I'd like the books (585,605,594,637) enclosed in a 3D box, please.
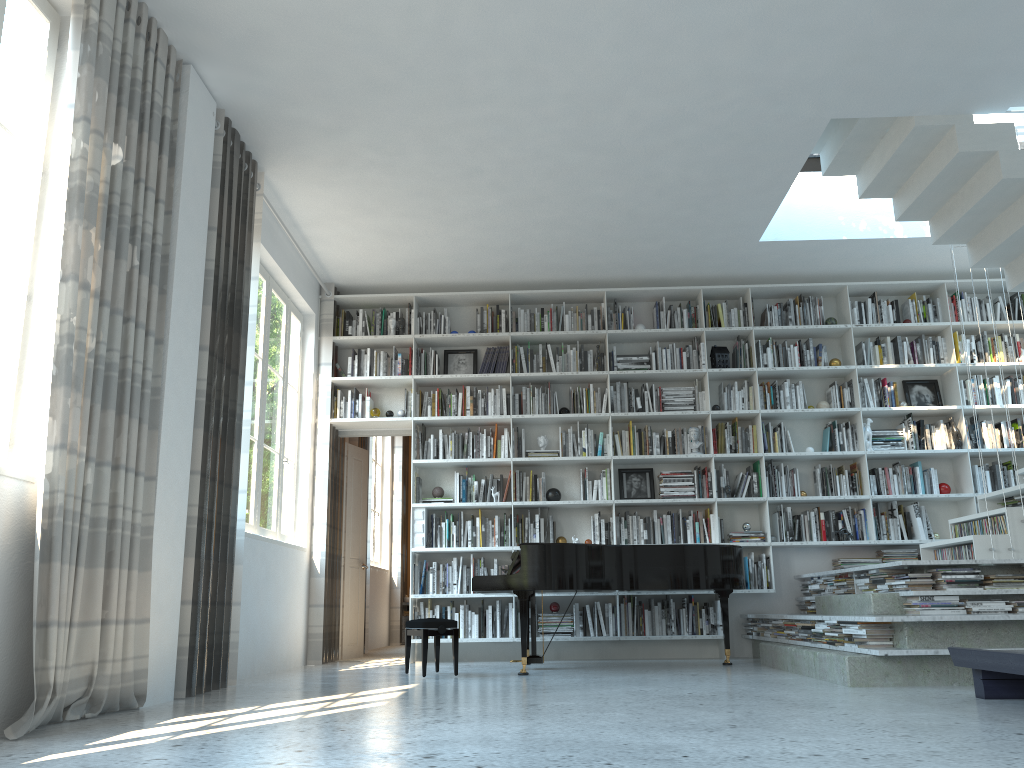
[{"bbox_3d":[0.638,1.946,7.297,0.062,0.252,0.178,-1,-14,2],"label":"books"}]

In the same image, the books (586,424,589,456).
[{"bbox_3d":[0.649,0.511,7.644,0.011,0.300,0.179,-1,-14,2],"label":"books"}]

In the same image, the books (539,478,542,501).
[{"bbox_3d":[0.244,0.917,7.560,0.028,0.215,0.175,-1,-14,2],"label":"books"}]

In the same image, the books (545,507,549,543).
[{"bbox_3d":[0.294,1.216,7.485,0.050,0.327,0.167,-1,-14,2],"label":"books"}]

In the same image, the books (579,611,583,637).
[{"bbox_3d":[0.566,1.972,7.293,0.029,0.201,0.178,-1,-14,2],"label":"books"}]

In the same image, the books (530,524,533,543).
[{"bbox_3d":[0.169,1.284,7.479,0.024,0.195,0.157,-1,-14,2],"label":"books"}]

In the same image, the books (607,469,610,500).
[{"bbox_3d":[0.816,0.872,7.548,0.021,0.281,0.162,-1,-14,2],"label":"books"}]

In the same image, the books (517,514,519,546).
[{"bbox_3d":[0.052,1.244,7.492,0.013,0.282,0.147,-1,-14,2],"label":"books"}]

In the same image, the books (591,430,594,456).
[{"bbox_3d":[0.689,0.537,7.658,0.022,0.255,0.152,-1,-14,2],"label":"books"}]

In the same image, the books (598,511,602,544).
[{"bbox_3d":[0.740,1.227,7.480,0.014,0.290,0.132,-1,-14,2],"label":"books"}]

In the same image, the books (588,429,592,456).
[{"bbox_3d":[0.666,0.530,7.640,0.023,0.259,0.171,-1,-14,2],"label":"books"}]

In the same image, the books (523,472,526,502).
[{"bbox_3d":[0.107,0.898,7.574,0.036,0.262,0.167,-1,-14,2],"label":"books"}]

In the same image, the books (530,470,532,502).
[{"bbox_3d":[0.163,0.887,7.557,0.026,0.273,0.190,-1,-14,2],"label":"books"}]

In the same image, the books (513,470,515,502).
[{"bbox_3d":[0.021,0.892,7.590,0.012,0.284,0.160,-1,-14,2],"label":"books"}]

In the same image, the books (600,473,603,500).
[{"bbox_3d":[0.762,0.891,7.546,0.012,0.244,0.171,-1,-14,2],"label":"books"}]

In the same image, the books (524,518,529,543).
[{"bbox_3d":[0.121,1.259,7.483,0.042,0.247,0.163,-1,-14,2],"label":"books"}]

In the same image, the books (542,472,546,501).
[{"bbox_3d":[0.272,0.896,7.580,0.028,0.265,0.145,-1,-14,2],"label":"books"}]

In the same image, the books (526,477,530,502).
[{"bbox_3d":[0.138,0.915,7.572,0.025,0.227,0.153,-1,-14,2],"label":"books"}]

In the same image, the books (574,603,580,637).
[{"bbox_3d":[0.536,1.945,7.313,0.031,0.265,0.145,-1,-14,2],"label":"books"}]

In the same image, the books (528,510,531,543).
[{"bbox_3d":[0.148,1.227,7.488,0.014,0.312,0.166,-1,-14,2],"label":"books"}]

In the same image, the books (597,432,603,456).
[{"bbox_3d":[0.756,0.543,7.631,0.060,0.227,0.179,-1,-14,2],"label":"books"}]

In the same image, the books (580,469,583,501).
[{"bbox_3d":[0.591,0.878,7.566,0.012,0.284,0.160,-1,-14,2],"label":"books"}]

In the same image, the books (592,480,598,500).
[{"bbox_3d":[0.704,0.921,7.547,0.057,0.188,0.156,-1,-14,2],"label":"books"}]

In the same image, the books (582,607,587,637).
[{"bbox_3d":[0.595,1.957,7.308,0.028,0.237,0.136,-1,-14,2],"label":"books"}]

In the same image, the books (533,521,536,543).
[{"bbox_3d":[0.191,1.273,7.476,0.021,0.214,0.172,-1,-14,2],"label":"books"}]

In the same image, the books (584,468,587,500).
[{"bbox_3d":[0.628,0.875,7.572,0.011,0.291,0.156,-1,-14,2],"label":"books"}]

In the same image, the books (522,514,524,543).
[{"bbox_3d":[0.094,1.246,7.478,0.012,0.271,0.181,-1,-14,2],"label":"books"}]

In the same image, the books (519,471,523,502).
[{"bbox_3d":[0.076,0.895,7.583,0.026,0.274,0.155,-1,-14,2],"label":"books"}]

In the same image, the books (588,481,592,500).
[{"bbox_3d":[0.661,0.928,7.562,0.030,0.182,0.155,-1,-14,2],"label":"books"}]

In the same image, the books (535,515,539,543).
[{"bbox_3d":[0.215,1.246,7.479,0.027,0.268,0.185,-1,-14,2],"label":"books"}]

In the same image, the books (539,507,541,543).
[{"bbox_3d":[0.235,1.218,7.511,0.013,0.338,0.138,-1,-14,2],"label":"books"}]

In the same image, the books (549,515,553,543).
[{"bbox_3d":[0.333,1.247,7.474,0.027,0.260,0.164,-1,-14,2],"label":"books"}]

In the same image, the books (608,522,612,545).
[{"bbox_3d":[0.819,1.269,7.465,0.024,0.200,0.159,-1,-14,2],"label":"books"}]

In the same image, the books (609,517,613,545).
[{"bbox_3d":[0.841,1.255,7.494,0.019,0.241,0.107,-1,-14,2],"label":"books"}]

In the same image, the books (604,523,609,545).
[{"bbox_3d":[0.792,1.275,7.478,0.031,0.194,0.142,-1,-14,2],"label":"books"}]

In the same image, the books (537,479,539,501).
[{"bbox_3d":[0.224,0.922,7.563,0.011,0.207,0.180,-1,-14,2],"label":"books"}]

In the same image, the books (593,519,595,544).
[{"bbox_3d":[0.689,1.262,7.481,0.015,0.225,0.148,-1,-14,2],"label":"books"}]

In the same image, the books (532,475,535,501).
[{"bbox_3d":[0.184,0.907,7.572,0.014,0.243,0.153,-1,-14,2],"label":"books"}]

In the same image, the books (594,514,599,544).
[{"bbox_3d":[0.709,1.236,7.468,0.027,0.268,0.159,-1,-14,2],"label":"books"}]

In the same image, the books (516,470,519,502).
[{"bbox_3d":[0.051,0.890,7.580,0.025,0.283,0.146,-1,-14,2],"label":"books"}]

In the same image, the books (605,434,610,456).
[{"bbox_3d":[0.827,0.552,7.647,0.026,0.216,0.127,-1,-14,2],"label":"books"}]

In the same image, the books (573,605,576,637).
[{"bbox_3d":[0.513,1.947,7.298,0.012,0.253,0.161,-1,-14,2],"label":"books"}]

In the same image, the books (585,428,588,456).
[{"bbox_3d":[0.637,0.526,7.632,0.012,0.265,0.193,-1,-14,2],"label":"books"}]

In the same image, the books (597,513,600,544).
[{"bbox_3d":[0.728,1.235,7.482,0.010,0.276,0.156,-1,-14,2],"label":"books"}]

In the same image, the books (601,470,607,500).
[{"bbox_3d":[0.781,0.880,7.554,0.027,0.269,0.179,-1,-14,2],"label":"books"}]

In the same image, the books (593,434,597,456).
[{"bbox_3d":[0.713,0.554,7.654,0.026,0.218,0.150,-1,-14,2],"label":"books"}]

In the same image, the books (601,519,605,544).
[{"bbox_3d":[0.761,1.259,7.463,0.029,0.220,0.153,-1,-14,2],"label":"books"}]

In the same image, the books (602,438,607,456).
[{"bbox_3d":[0.800,0.569,7.641,0.027,0.180,0.142,-1,-14,2],"label":"books"}]

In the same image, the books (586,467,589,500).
[{"bbox_3d":[0.639,0.871,7.570,0.012,0.297,0.166,-1,-14,2],"label":"books"}]

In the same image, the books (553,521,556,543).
[{"bbox_3d":[0.358,1.274,7.482,0.023,0.211,0.160,-1,-14,2],"label":"books"}]

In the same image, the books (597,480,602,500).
[{"bbox_3d":[0.745,0.921,7.550,0.024,0.187,0.173,-1,-14,2],"label":"books"}]

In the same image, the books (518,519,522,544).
[{"bbox_3d":[0.073,1.264,7.483,0.030,0.238,0.157,-1,-14,2],"label":"books"}]

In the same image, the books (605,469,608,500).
[{"bbox_3d":[0.800,0.873,7.546,0.011,0.278,0.188,-1,-14,2],"label":"books"}]

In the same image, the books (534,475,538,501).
[{"bbox_3d":[0.206,0.908,7.588,0.028,0.247,0.143,-1,-14,2],"label":"books"}]

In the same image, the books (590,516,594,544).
[{"bbox_3d":[0.675,1.247,7.477,0.012,0.253,0.161,-1,-14,2],"label":"books"}]

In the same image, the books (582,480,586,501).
[{"bbox_3d":[0.610,0.924,7.549,0.025,0.185,0.154,-1,-14,2],"label":"books"}]

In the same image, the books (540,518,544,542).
[{"bbox_3d":[0.256,1.263,7.491,0.029,0.240,0.136,-1,-14,2],"label":"books"}]

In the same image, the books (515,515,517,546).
[{"bbox_3d":[0.039,1.251,7.500,0.013,0.275,0.147,-1,-14,2],"label":"books"}]
